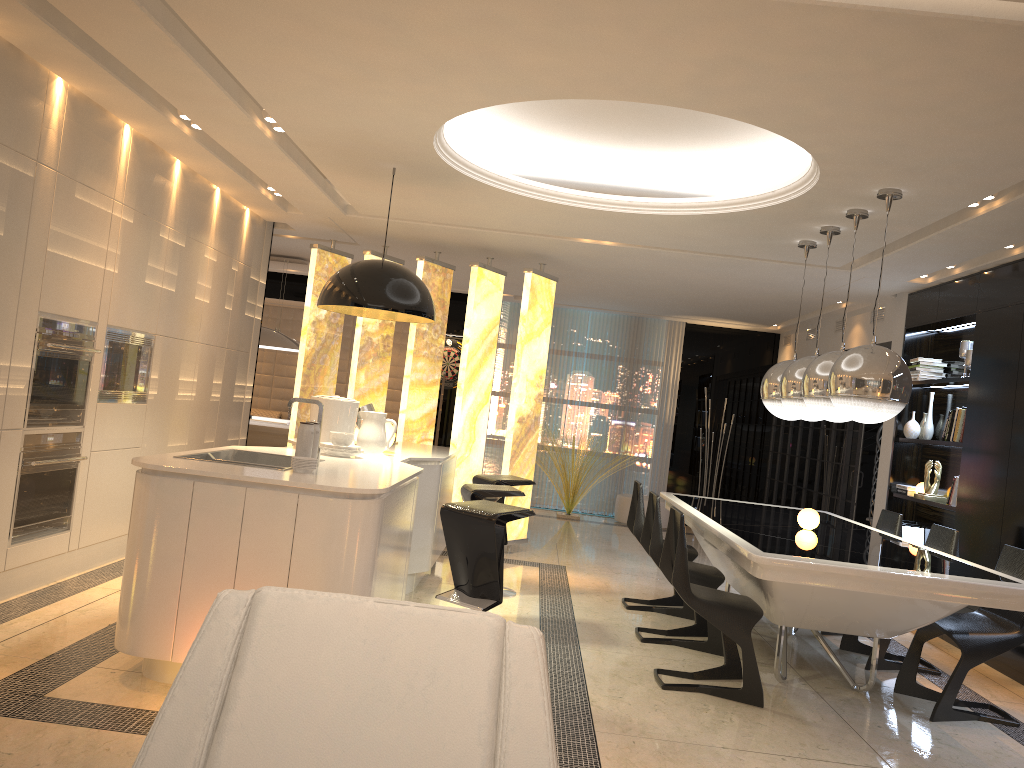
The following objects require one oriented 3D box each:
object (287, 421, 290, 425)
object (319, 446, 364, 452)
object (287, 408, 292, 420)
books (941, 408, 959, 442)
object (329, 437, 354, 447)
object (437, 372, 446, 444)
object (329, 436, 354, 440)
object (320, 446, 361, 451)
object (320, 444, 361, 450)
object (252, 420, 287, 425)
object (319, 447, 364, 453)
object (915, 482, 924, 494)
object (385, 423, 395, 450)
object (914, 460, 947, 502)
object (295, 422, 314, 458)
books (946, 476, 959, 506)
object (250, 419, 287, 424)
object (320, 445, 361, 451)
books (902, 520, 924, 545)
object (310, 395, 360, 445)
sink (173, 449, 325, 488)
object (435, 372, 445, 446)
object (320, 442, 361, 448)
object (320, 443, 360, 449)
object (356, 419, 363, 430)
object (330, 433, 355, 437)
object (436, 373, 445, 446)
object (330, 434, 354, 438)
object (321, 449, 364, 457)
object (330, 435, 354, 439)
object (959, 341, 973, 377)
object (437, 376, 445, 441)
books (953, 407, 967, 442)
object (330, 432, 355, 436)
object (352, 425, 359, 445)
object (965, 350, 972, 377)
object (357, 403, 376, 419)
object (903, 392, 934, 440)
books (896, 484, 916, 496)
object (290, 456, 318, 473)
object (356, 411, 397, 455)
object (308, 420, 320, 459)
[{"bbox_3d":[-2.450,0.439,9.773,0.057,0.057,0.057,8,-2,-28],"label":"object"},{"bbox_3d":[-0.963,0.373,4.967,0.264,0.033,0.264,8,-2,-29],"label":"object"},{"bbox_3d":[-3.075,0.522,12.639,0.247,0.522,0.124,7,-1,2],"label":"object"},{"bbox_3d":[3.356,0.314,6.622,0.207,0.256,0.245,7,-1,1],"label":"books"},{"bbox_3d":[-0.958,0.329,4.969,0.138,0.051,0.138,8,-2,-40],"label":"object"},{"bbox_3d":[-0.937,0.648,11.190,0.026,1.605,0.027,5,-2,40],"label":"object"},{"bbox_3d":[-0.957,0.323,4.969,0.138,0.051,0.138,8,-2,-40],"label":"object"},{"bbox_3d":[-0.962,0.367,4.967,0.229,0.016,0.229,6,-2,32],"label":"object"},{"bbox_3d":[-0.961,0.358,4.967,0.229,0.016,0.229,6,-2,32],"label":"object"},{"bbox_3d":[-3.154,0.367,9.651,1.605,0.026,0.028,7,-2,-18],"label":"object"},{"bbox_3d":[-0.963,0.379,4.967,0.264,0.033,0.264,8,-2,-29],"label":"object"},{"bbox_3d":[3.279,0.845,7.059,0.125,0.125,0.125,5,-2,41],"label":"object"},{"bbox_3d":[-0.852,0.325,5.656,0.212,0.214,0.213,8,-2,-38],"label":"object"},{"bbox_3d":[3.265,0.749,6.895,0.177,0.311,0.177,7,-1,2],"label":"object"},{"bbox_3d":[-0.915,0.270,3.906,0.071,0.219,0.071,7,-1,-7],"label":"object"},{"bbox_3d":[3.293,0.777,6.413,0.182,0.232,0.284,7,-1,5],"label":"books"},{"bbox_3d":[-3.149,0.378,10.034,1.605,0.026,0.028,7,-1,7],"label":"object"},{"bbox_3d":[-0.962,0.362,4.967,0.229,0.016,0.229,6,-2,32],"label":"object"},{"bbox_3d":[3.253,1.271,7.328,0.210,0.270,0.236,7,-1,1],"label":"books"},{"bbox_3d":[-1.066,0.233,5.272,0.288,0.330,0.288,6,-2,19],"label":"object"},{"bbox_3d":[-1.213,0.424,4.163,0.485,0.152,0.738,7,-1,2],"label":"sink"},{"bbox_3d":[-0.941,0.643,11.047,0.026,1.605,0.027,5,-2,40],"label":"object"},{"bbox_3d":[-0.960,0.348,4.968,0.229,0.016,0.229,6,-2,32],"label":"object"},{"bbox_3d":[-0.961,0.353,4.967,0.229,0.016,0.229,6,-2,32],"label":"object"},{"bbox_3d":[-1.102,0.325,6.462,0.266,0.147,0.253,5,-2,45],"label":"object"},{"bbox_3d":[-0.955,0.306,4.969,0.138,0.051,0.138,8,-2,-40],"label":"object"},{"bbox_3d":[-0.940,0.644,11.095,0.026,1.605,0.027,5,-2,40],"label":"object"},{"bbox_3d":[-0.955,0.312,4.969,0.138,0.051,0.138,8,-2,-40],"label":"object"},{"bbox_3d":[-0.964,0.386,4.967,0.264,0.033,0.264,8,-2,-29],"label":"object"},{"bbox_3d":[-0.956,0.317,4.969,0.138,0.051,0.138,8,-2,-40],"label":"object"},{"bbox_3d":[3.448,-0.171,6.726,0.111,0.301,0.111,7,-1,-2],"label":"object"},{"bbox_3d":[-0.938,0.647,11.143,0.026,1.605,0.027,5,-2,40],"label":"object"},{"bbox_3d":[3.350,0.305,6.413,0.212,0.261,0.252,7,-1,2],"label":"books"},{"bbox_3d":[-0.954,0.300,4.969,0.138,0.051,0.138,8,-2,-40],"label":"object"},{"bbox_3d":[-1.068,0.318,5.592,0.211,0.174,0.211,8,-2,-41],"label":"object"},{"bbox_3d":[3.433,-0.137,6.613,0.104,0.224,0.104,7,-1,4],"label":"object"},{"bbox_3d":[-1.100,0.239,6.461,0.249,0.212,0.256,6,-2,37],"label":"object"},{"bbox_3d":[3.344,0.260,7.284,0.210,0.395,0.180,7,-1,5],"label":"object"},{"bbox_3d":[3.300,0.879,7.270,0.209,0.073,0.266,7,-1,5],"label":"books"},{"bbox_3d":[-0.896,0.349,3.818,0.111,0.062,0.111,6,-2,23],"label":"object"},{"bbox_3d":[-0.841,0.300,5.430,0.211,0.254,0.183,8,-2,-36],"label":"object"},{"bbox_3d":[-0.912,0.273,4.012,0.071,0.219,0.071,7,-2,-22],"label":"object"}]
